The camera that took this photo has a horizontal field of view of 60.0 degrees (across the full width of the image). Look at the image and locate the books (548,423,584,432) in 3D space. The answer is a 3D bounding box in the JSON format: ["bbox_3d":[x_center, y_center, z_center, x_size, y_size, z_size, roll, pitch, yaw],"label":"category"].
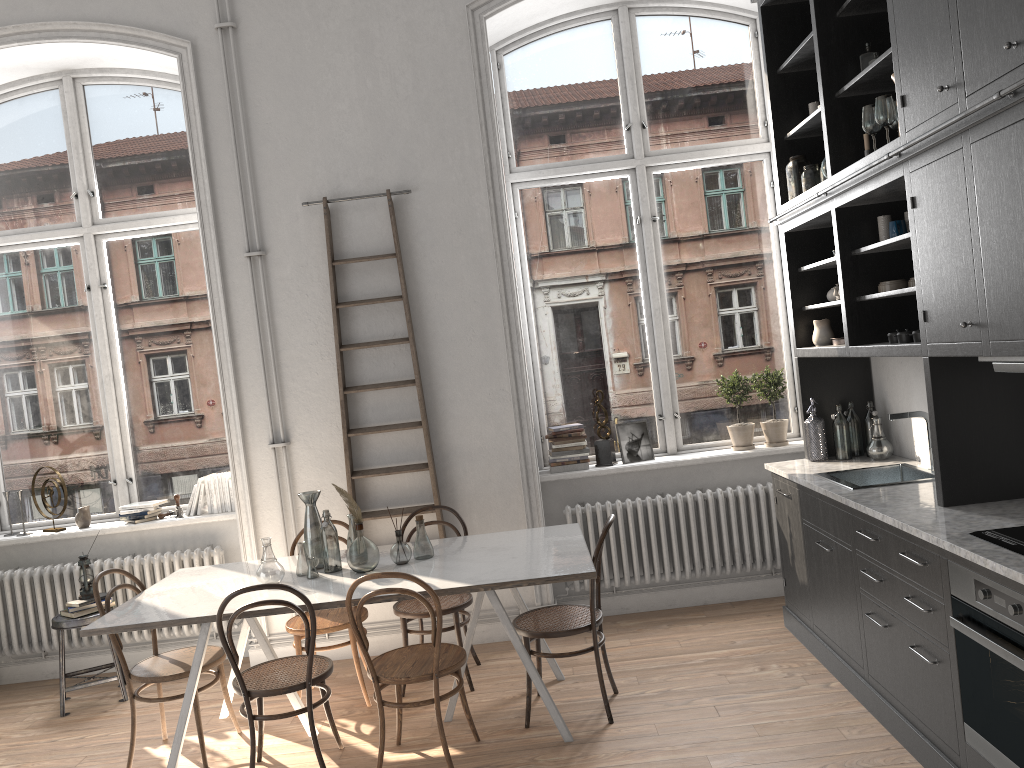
[{"bbox_3d":[0.348,0.282,5.736,0.201,0.024,0.159,-7,2,-9],"label":"books"}]

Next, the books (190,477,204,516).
[{"bbox_3d":[-2.030,0.725,5.777,0.100,0.235,0.174,-7,2,1],"label":"books"}]

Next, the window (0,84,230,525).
[{"bbox_3d":[-2.739,-0.554,5.900,1.622,2.844,0.013,-7,2,1],"label":"window"}]

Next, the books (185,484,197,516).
[{"bbox_3d":[-2.067,0.749,5.783,0.105,0.194,0.155,-7,2,0],"label":"books"}]

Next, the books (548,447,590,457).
[{"bbox_3d":[0.367,0.436,5.736,0.245,0.028,0.193,-7,2,-4],"label":"books"}]

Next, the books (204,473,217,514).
[{"bbox_3d":[-1.958,0.713,5.798,0.024,0.243,0.175,-7,2,1],"label":"books"}]

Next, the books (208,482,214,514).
[{"bbox_3d":[-1.930,0.730,5.778,0.020,0.205,0.155,-7,2,1],"label":"books"}]

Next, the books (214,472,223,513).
[{"bbox_3d":[-1.889,0.706,5.775,0.019,0.244,0.174,-7,2,1],"label":"books"}]

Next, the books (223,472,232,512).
[{"bbox_3d":[-1.827,0.698,5.774,0.019,0.244,0.174,-7,2,1],"label":"books"}]

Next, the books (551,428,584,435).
[{"bbox_3d":[0.356,0.303,5.727,0.205,0.020,0.155,-7,2,1],"label":"books"}]

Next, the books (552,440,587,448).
[{"bbox_3d":[0.369,0.387,5.736,0.222,0.024,0.158,-7,2,1],"label":"books"}]

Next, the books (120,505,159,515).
[{"bbox_3d":[-2.415,0.814,5.757,0.205,0.020,0.155,-7,2,-9],"label":"books"}]

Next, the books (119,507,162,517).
[{"bbox_3d":[-2.415,0.834,5.770,0.221,0.023,0.147,-6,2,17],"label":"books"}]

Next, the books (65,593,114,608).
[{"bbox_3d":[-2.496,1.275,5.242,0.147,0.027,0.221,-6,2,33],"label":"books"}]

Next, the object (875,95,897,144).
[{"bbox_3d":[1.547,-1.075,3.664,0.083,0.221,0.083,-9,3,-43],"label":"object"}]

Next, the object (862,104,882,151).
[{"bbox_3d":[1.546,-1.079,3.795,0.083,0.221,0.083,-5,2,32],"label":"object"}]

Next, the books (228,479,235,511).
[{"bbox_3d":[-1.802,0.714,5.776,0.020,0.205,0.155,-7,2,1],"label":"books"}]

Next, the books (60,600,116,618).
[{"bbox_3d":[-2.504,1.325,5.240,0.194,0.034,0.246,-5,2,41],"label":"books"}]

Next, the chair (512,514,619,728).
[{"bbox_3d":[0.269,1.105,4.240,0.549,0.921,0.437,-6,2,13],"label":"chair"}]

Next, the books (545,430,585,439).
[{"bbox_3d":[0.345,0.326,5.728,0.231,0.023,0.162,-6,2,16],"label":"books"}]

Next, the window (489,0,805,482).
[{"bbox_3d":[6.664,-6.119,8.597,14.385,15.940,26.390,-7,2,1],"label":"window"}]

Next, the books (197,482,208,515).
[{"bbox_3d":[-2.003,0.739,5.779,0.072,0.203,0.155,-7,2,1],"label":"books"}]

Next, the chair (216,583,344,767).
[{"bbox_3d":[-1.010,1.266,3.871,0.438,0.921,0.549,-7,2,-4],"label":"chair"}]

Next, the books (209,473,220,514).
[{"bbox_3d":[-1.911,0.709,5.766,0.024,0.243,0.175,-7,2,1],"label":"books"}]

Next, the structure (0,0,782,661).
[{"bbox_3d":[-0.947,-0.576,5.475,5.182,4.475,0.340,-7,2,1],"label":"structure"}]

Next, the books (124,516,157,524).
[{"bbox_3d":[-2.418,0.880,5.776,0.147,0.023,0.221,-8,2,-40],"label":"books"}]

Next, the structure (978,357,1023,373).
[{"bbox_3d":[1.788,-0.112,2.639,0.379,0.123,0.843,-7,2,1],"label":"structure"}]

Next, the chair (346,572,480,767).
[{"bbox_3d":[-0.430,1.199,3.827,0.438,0.921,0.549,-6,2,12],"label":"chair"}]

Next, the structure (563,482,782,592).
[{"bbox_3d":[1.089,0.949,5.587,1.577,0.552,0.194,-7,2,1],"label":"structure"}]

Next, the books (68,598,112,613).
[{"bbox_3d":[-2.495,1.298,5.242,0.232,0.029,0.163,-8,2,-28],"label":"books"}]

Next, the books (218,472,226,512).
[{"bbox_3d":[-1.869,0.703,5.792,0.019,0.244,0.174,-7,2,1],"label":"books"}]

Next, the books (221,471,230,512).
[{"bbox_3d":[-1.848,0.700,5.796,0.024,0.243,0.175,-7,2,1],"label":"books"}]

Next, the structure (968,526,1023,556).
[{"bbox_3d":[1.727,0.482,2.657,0.427,0.011,0.592,-7,2,1],"label":"structure"}]

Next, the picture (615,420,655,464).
[{"bbox_3d":[0.785,0.378,5.772,0.221,0.264,0.149,-7,2,-16],"label":"picture"}]

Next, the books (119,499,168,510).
[{"bbox_3d":[-2.399,0.786,5.776,0.244,0.019,0.174,-6,2,11],"label":"books"}]

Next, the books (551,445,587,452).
[{"bbox_3d":[0.369,0.411,5.731,0.205,0.022,0.155,-6,2,15],"label":"books"}]

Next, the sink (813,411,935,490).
[{"bbox_3d":[1.768,0.400,4.205,0.514,0.505,0.526,-7,2,1],"label":"sink"}]

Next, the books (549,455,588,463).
[{"bbox_3d":[0.363,0.477,5.721,0.249,0.023,0.175,-7,2,1],"label":"books"}]

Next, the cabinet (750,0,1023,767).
[{"bbox_3d":[1.637,-0.374,3.413,0.635,3.584,3.250,-7,2,1],"label":"cabinet"}]

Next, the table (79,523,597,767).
[{"bbox_3d":[-0.688,1.286,4.301,2.200,0.780,1.100,-7,2,1],"label":"table"}]

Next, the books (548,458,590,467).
[{"bbox_3d":[0.365,0.500,5.722,0.249,0.023,0.175,-7,2,-4],"label":"books"}]

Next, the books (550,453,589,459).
[{"bbox_3d":[0.370,0.457,5.736,0.255,0.014,0.192,-7,2,4],"label":"books"}]

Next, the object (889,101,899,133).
[{"bbox_3d":[1.649,-1.090,3.777,0.083,0.221,0.083,-7,2,-7],"label":"object"}]

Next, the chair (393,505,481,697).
[{"bbox_3d":[-0.425,1.169,4.881,0.438,0.921,0.549,-6,2,8],"label":"chair"}]

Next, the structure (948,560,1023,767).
[{"bbox_3d":[1.766,0.875,2.670,0.618,0.623,0.622,-7,2,1],"label":"structure"}]

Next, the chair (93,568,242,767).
[{"bbox_3d":[-1.665,1.332,4.289,0.549,0.921,0.437,-6,2,9],"label":"chair"}]

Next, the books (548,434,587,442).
[{"bbox_3d":[0.356,0.346,5.729,0.244,0.019,0.174,-7,2,1],"label":"books"}]

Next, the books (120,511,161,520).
[{"bbox_3d":[-2.415,0.856,5.772,0.205,0.022,0.155,-6,2,21],"label":"books"}]

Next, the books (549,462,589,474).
[{"bbox_3d":[0.367,0.532,5.724,0.248,0.043,0.192,-7,2,1],"label":"books"}]

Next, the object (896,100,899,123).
[{"bbox_3d":[1.648,-1.088,3.694,0.083,0.221,0.083,-7,2,0],"label":"object"}]

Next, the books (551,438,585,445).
[{"bbox_3d":[0.363,0.366,5.729,0.205,0.022,0.155,-7,2,-4],"label":"books"}]

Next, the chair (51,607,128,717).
[{"bbox_3d":[-2.489,1.601,5.217,0.364,0.523,0.360,-8,2,-26],"label":"chair"}]

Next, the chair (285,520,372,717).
[{"bbox_3d":[-0.995,1.238,4.810,0.438,0.921,0.549,-7,2,-1],"label":"chair"}]
